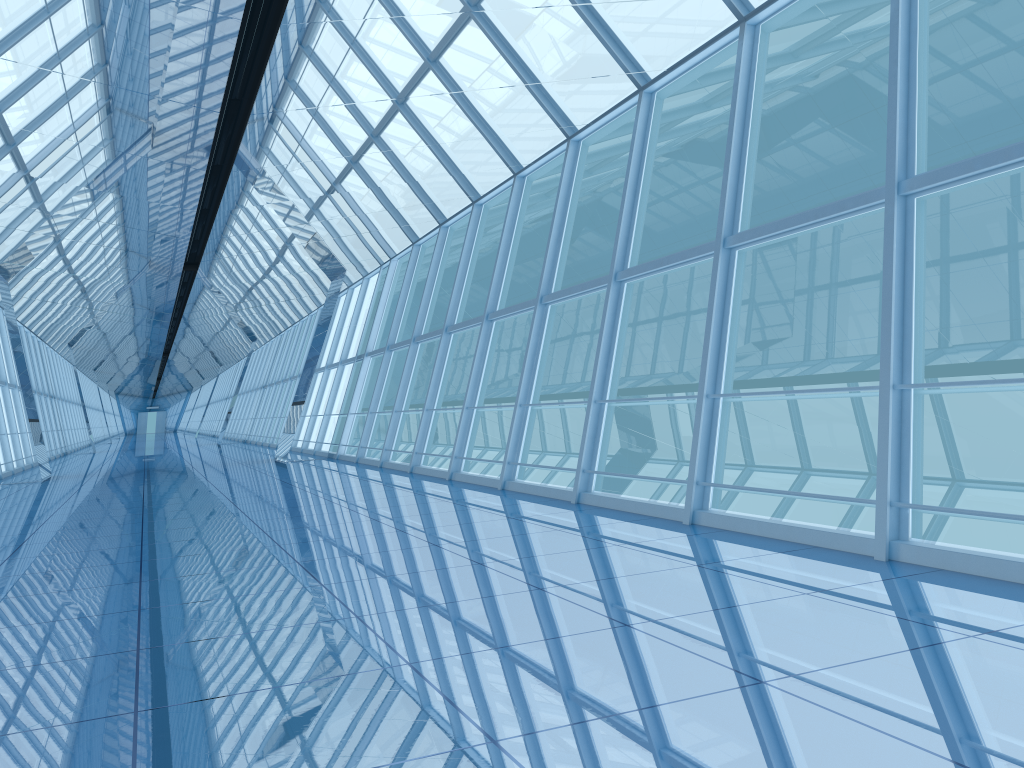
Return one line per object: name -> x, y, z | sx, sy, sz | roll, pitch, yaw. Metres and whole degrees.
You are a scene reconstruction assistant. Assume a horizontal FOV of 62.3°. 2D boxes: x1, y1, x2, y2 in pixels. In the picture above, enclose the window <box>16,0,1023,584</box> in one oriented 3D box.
window -> -18.102, 0.636, 43.486 | 9.906, 4.951, 105.550 | -1, -2, -23
